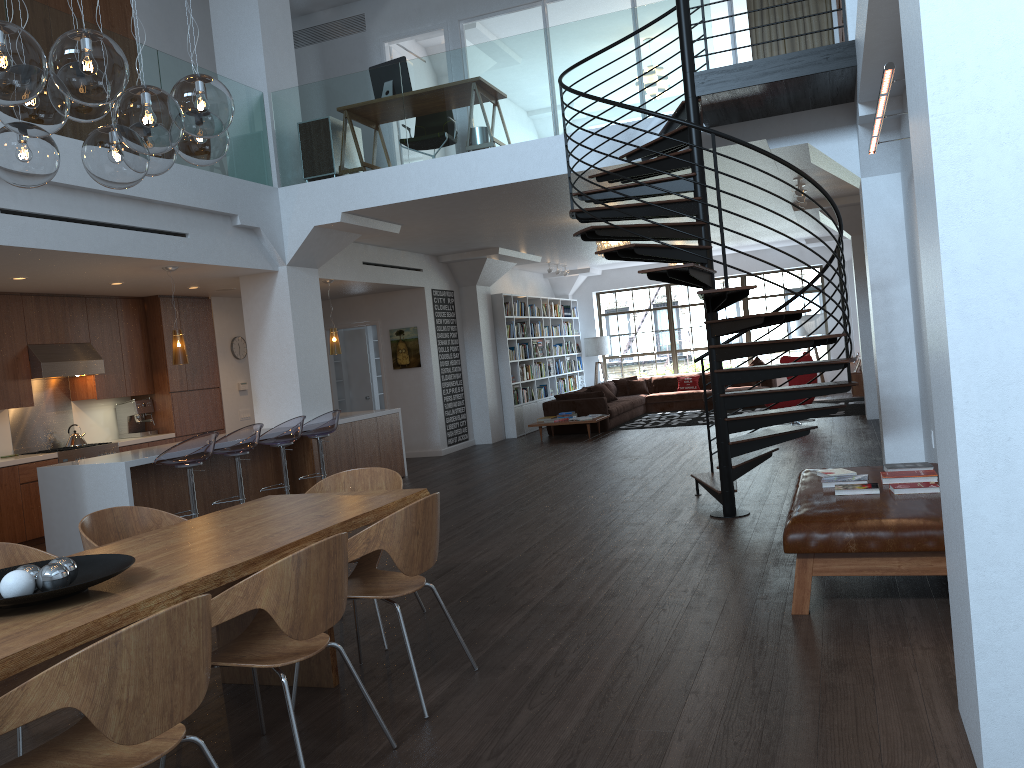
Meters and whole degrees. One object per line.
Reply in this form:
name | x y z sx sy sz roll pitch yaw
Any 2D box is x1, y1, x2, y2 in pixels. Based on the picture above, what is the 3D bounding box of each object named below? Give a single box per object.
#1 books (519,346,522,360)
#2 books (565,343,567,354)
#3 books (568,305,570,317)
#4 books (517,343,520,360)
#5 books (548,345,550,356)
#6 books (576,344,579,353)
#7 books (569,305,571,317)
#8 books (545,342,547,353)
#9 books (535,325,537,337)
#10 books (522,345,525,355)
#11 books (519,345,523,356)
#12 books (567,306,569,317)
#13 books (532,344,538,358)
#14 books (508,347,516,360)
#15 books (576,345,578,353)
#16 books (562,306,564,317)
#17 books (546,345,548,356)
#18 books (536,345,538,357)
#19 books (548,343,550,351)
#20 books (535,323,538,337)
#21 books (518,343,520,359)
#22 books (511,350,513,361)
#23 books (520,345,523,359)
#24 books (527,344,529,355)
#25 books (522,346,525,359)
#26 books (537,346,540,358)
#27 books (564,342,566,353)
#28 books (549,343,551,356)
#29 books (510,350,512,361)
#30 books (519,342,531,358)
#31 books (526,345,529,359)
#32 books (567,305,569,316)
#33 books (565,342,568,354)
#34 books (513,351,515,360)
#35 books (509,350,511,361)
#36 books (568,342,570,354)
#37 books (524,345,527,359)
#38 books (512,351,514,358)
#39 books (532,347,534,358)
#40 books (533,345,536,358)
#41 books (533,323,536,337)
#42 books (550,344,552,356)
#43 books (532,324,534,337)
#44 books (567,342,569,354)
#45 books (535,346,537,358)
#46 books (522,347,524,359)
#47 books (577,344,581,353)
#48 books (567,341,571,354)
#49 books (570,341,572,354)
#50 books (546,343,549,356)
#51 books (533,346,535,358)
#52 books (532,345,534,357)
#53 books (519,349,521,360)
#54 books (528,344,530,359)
books | 0.076 -0.536 15.390 0.174 0.239 0.045 -5 2 20
books | 1.015 -0.705 17.953 0.161 0.223 0.032 -5 2 20
books | 1.103 -1.499 18.404 0.183 0.253 0.042 -5 2 20
books | 0.018 -0.548 15.264 0.197 0.283 0.065 -5 2 20
books | 0.634 -0.632 16.897 0.161 0.223 0.030 -5 2 20
books | 1.307 -0.753 18.770 0.167 0.210 0.162 -5 2 20
books | 1.133 -1.504 18.486 0.183 0.253 0.042 -5 2 20
books | 0.549 -0.649 16.738 0.198 0.284 0.046 -5 2 20
books | 0.369 -0.966 16.274 0.161 0.223 0.026 -5 2 20
books | 0.129 -0.555 15.598 0.182 0.253 0.034 -5 2 20
books | 0.103 -0.547 15.478 0.159 0.250 0.026 -5 2 20
books | 1.067 -1.492 18.324 0.183 0.253 0.042 -5 2 20
books | 0.366 -0.599 16.209 0.183 0.253 0.042 -5 2 20
books | -0.010 -0.515 15.131 0.140 0.231 0.042 -5 2 20
books | 1.292 -0.755 18.707 0.161 0.218 0.101 -5 2 20
books | 0.973 -1.457 18.002 0.161 0.223 0.032 -5 2 20
books | 0.591 -0.624 16.795 0.161 0.223 0.030 -5 2 20
books | 0.382 -0.587 16.244 0.161 0.223 0.033 -5 2 20
books | 0.631 -0.646 16.934 0.183 0.253 0.039 -5 2 20
books | 0.380 -0.983 16.325 0.159 0.250 0.026 -5 2 20
books | 0.042 -0.556 15.319 0.176 0.290 0.053 -5 2 20
books | -0.048 -0.476 14.998 0.109 0.171 0.018 -5 2 20
books | 0.090 -0.542 15.439 0.170 0.245 0.057 -5 2 20
books | 0.205 -0.568 15.755 0.182 0.253 0.034 -5 2 20
books | 0.131 -0.543 15.560 0.167 0.230 0.037 -5 2 20
books | 0.420 -0.584 16.319 0.161 0.207 0.135 -5 2 20
books | 0.995 -0.716 17.927 0.160 0.251 0.031 -5 2 20
books | 0.658 -0.649 16.997 0.171 0.246 0.036 -5 2 20
books | -0.076 -0.474 14.932 0.128 0.178 0.021 -5 2 20
books | 0.237 -0.592 15.845 0.176 0.294 0.102 -5 2 20
books | 0.199 -0.559 15.716 0.174 0.239 0.045 -5 2 20
books | 1.088 -1.496 18.363 0.183 0.253 0.042 -5 2 20
books | 1.030 -0.716 17.993 0.174 0.240 0.054 -5 2 20
books | -0.011 -0.478 15.071 0.106 0.162 0.032 -5 2 20
books | -0.096 -0.482 14.894 0.127 0.200 0.020 -5 2 20
books | 1.087 -0.731 18.170 0.171 0.246 0.039 -5 2 20
books | 0.162 -0.559 15.622 0.182 0.253 0.034 -5 2 20
books | -0.026 -0.477 15.049 0.120 0.167 0.020 -5 2 20
books | 0.278 -0.599 15.999 0.198 0.284 0.049 -5 2 20
books | 0.337 -0.586 16.100 0.174 0.240 0.054 -5 2 20
books | 0.332 -0.974 16.177 0.182 0.253 0.034 -5 2 20
books | 0.668 -0.654 17.033 0.160 0.251 0.036 -5 2 20
books | 0.300 -0.961 16.083 0.174 0.239 0.045 -5 2 20
books | 1.058 -0.729 18.102 0.183 0.253 0.042 -5 2 20
books | 0.368 -0.583 16.170 0.161 0.223 0.032 -5 2 20
books | 0.121 -0.536 15.500 0.161 0.223 0.027 -5 2 20
books | 1.346 -0.763 18.852 0.182 0.215 0.188 -5 2 20
books | 1.109 -0.742 18.246 0.180 0.259 0.042 -5 2 20
books | 1.144 -0.745 18.325 0.183 0.253 0.042 -5 2 20
books | 0.605 -0.642 16.832 0.174 0.251 0.051 -5 2 20
books | 0.322 -0.575 16.060 0.161 0.223 0.032 -5 2 20
books | 0.302 -0.586 16.034 0.160 0.251 0.031 -5 2 20
books | 0.060 -0.525 15.358 0.161 0.223 0.027 -5 2 20
books | 0.227 -0.571 15.783 0.182 0.253 0.034 -5 2 20
